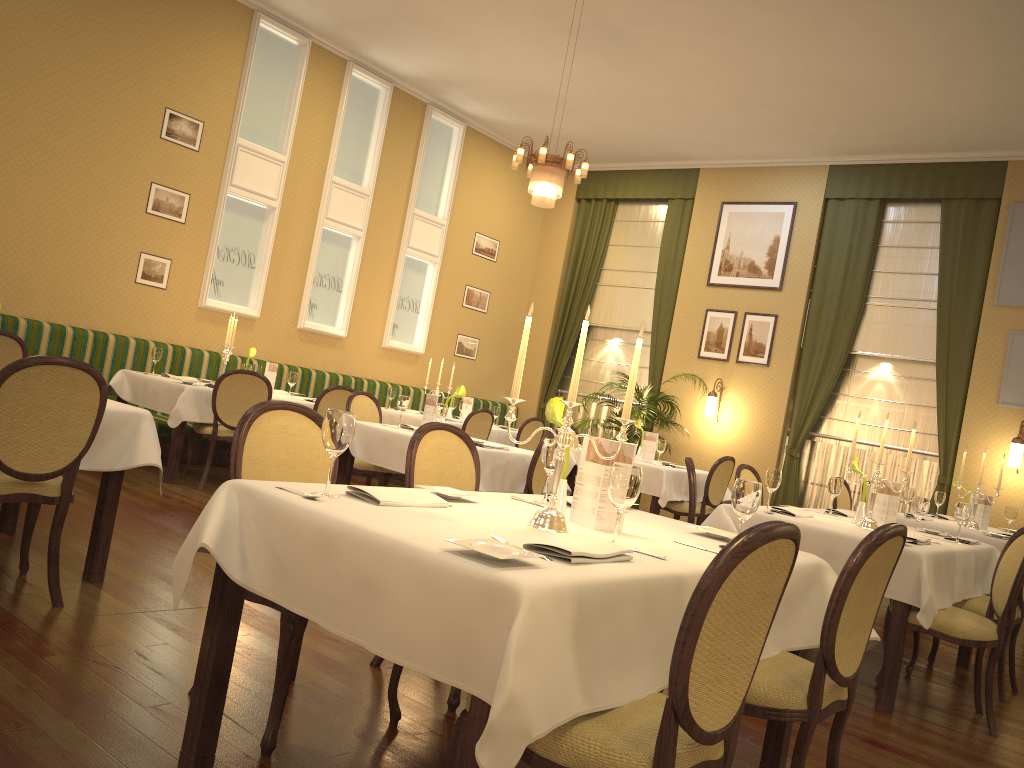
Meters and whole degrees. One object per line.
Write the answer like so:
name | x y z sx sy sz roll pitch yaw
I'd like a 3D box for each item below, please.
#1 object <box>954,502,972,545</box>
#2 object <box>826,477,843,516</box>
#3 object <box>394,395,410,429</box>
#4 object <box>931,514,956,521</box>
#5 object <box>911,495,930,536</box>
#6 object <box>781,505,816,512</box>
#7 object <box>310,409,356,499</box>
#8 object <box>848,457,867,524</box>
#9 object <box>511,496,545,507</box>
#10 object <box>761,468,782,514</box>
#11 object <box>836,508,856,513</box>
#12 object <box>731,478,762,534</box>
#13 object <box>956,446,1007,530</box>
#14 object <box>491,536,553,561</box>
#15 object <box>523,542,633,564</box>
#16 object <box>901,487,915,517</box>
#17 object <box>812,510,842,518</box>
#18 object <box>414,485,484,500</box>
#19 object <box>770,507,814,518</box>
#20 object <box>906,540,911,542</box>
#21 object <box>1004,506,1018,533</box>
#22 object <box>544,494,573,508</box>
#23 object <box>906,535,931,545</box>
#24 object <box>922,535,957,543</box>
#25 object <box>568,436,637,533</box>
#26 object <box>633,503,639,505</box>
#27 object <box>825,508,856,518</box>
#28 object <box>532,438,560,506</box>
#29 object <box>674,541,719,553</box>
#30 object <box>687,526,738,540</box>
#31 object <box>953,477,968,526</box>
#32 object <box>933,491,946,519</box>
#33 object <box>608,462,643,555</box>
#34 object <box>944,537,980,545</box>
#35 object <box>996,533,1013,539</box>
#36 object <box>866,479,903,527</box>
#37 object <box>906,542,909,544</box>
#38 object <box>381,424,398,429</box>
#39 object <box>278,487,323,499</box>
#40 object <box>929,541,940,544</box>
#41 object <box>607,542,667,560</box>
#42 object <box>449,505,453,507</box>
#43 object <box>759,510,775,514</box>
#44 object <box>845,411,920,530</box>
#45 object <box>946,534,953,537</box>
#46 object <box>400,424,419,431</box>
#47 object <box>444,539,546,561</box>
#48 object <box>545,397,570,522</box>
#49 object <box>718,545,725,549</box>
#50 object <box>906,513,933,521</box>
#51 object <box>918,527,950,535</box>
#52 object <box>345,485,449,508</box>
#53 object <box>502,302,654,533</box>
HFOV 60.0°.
object | 2.538 0.785 5.018 0.088 0.229 0.088 11 -1 -3
object | 1.974 0.688 5.444 0.088 0.229 0.088 11 -1 -3
object | -0.770 0.195 6.180 0.088 0.229 0.088 11 -1 -9
object | 3.736 1.154 7.675 0.142 0.033 0.273 10 -1 39
object | 2.121 0.702 4.630 0.088 0.229 0.088 11 -1 -9
object | 1.642 0.726 5.105 0.160 0.024 0.160 10 -1 39
object | -0.473 0.184 2.356 0.088 0.229 0.088 11 -1 -3
object | 1.982 0.610 5.078 0.076 0.375 0.163 11 -1 -29
object | 0.069 0.407 3.045 0.185 0.010 0.017 10 -1 40
object | 1.367 0.563 4.683 0.088 0.229 0.088 11 -1 -3
object | 2.233 0.848 5.823 0.160 0.024 0.160 10 -1 39
object | 0.699 0.406 2.691 0.088 0.229 0.088 11 -1 -3
object | 3.646 0.810 6.926 0.390 0.655 0.131 10 -1 5
object | 0.020 0.379 2.045 0.181 0.015 0.038 10 -1 40
object | 0.164 0.400 2.139 0.142 0.033 0.273 10 -1 39
object | 3.012 0.903 6.764 0.088 0.229 0.088 11 -1 -3
object | 1.909 0.786 5.372 0.185 0.010 0.017 10 -1 40
object | -0.198 0.347 2.778 0.160 0.024 0.160 10 -1 39
object | 1.522 0.697 4.817 0.142 0.033 0.273 10 -1 39
object | 1.802 0.741 4.220 0.160 0.024 0.160 10 -1 39
object | 3.766 1.041 6.710 0.088 0.229 0.088 11 -1 -3
object | 0.251 0.436 3.268 0.142 0.033 0.273 10 -1 39
object | 2.003 0.779 4.466 0.142 0.033 0.273 10 -1 39
object | 2.406 0.872 5.001 0.185 0.010 0.017 10 -1 39
object | 0.273 0.305 2.697 0.166 0.277 0.081 10 -1 10
object | 0.393 0.468 3.496 0.160 0.024 0.160 10 -1 39
object | 2.091 0.815 5.595 0.142 0.033 0.273 10 -1 39
object | 0.134 0.309 3.117 0.088 0.229 0.088 11 -1 -3
object | 0.567 0.493 2.674 0.185 0.010 0.017 10 -1 39
object | 0.707 0.519 3.046 0.160 0.024 0.160 10 -1 39
object | 3.627 0.949 7.158 0.076 0.375 0.163 11 -1 -29
object | 3.619 1.028 7.524 0.088 0.229 0.088 11 -1 -3
object | 0.281 0.322 2.303 0.088 0.229 0.088 11 -1 -9
object | 2.626 0.910 5.172 0.142 0.024 0.273 10 -1 39
object | 3.649 1.119 6.547 0.142 0.033 0.273 10 -1 39
object | 2.113 0.685 5.024 0.166 0.277 0.081 10 -1 10
object | 1.860 0.758 4.372 0.181 0.015 0.038 10 -1 40
object | -0.835 0.293 6.108 0.185 0.010 0.017 10 -1 40
object | -0.551 0.278 2.289 0.181 0.015 0.038 10 -1 40
object | 2.171 0.823 4.703 0.185 0.010 0.017 10 -1 39
object | 0.331 0.444 2.376 0.185 0.010 0.017 10 -1 39
object | -0.241 0.343 2.652 0.185 0.010 0.017 10 -1 40
object | 1.289 0.657 4.616 0.181 0.015 0.038 10 -1 40
object | 2.001 0.471 4.846 0.390 0.655 0.131 11 -1 -17
object | 2.718 0.934 5.376 0.181 0.015 0.038 10 -1 40
object | -0.653 0.321 6.331 0.142 0.033 0.273 10 -1 39
object | -0.038 0.362 1.893 0.160 0.024 0.160 10 -1 39
object | 0.142 0.230 2.751 0.076 0.375 0.163 11 -1 -29
object | 0.786 0.531 2.845 0.142 0.024 0.273 10 -1 39
object | 3.167 1.036 6.897 0.142 0.033 0.273 10 -1 39
object | 2.546 0.898 5.373 0.160 0.024 0.160 10 -1 39
object | -0.317 0.318 2.490 0.142 0.033 0.273 10 -1 39
object | 0.161 0.091 2.519 0.390 0.655 0.131 11 -1 -17
